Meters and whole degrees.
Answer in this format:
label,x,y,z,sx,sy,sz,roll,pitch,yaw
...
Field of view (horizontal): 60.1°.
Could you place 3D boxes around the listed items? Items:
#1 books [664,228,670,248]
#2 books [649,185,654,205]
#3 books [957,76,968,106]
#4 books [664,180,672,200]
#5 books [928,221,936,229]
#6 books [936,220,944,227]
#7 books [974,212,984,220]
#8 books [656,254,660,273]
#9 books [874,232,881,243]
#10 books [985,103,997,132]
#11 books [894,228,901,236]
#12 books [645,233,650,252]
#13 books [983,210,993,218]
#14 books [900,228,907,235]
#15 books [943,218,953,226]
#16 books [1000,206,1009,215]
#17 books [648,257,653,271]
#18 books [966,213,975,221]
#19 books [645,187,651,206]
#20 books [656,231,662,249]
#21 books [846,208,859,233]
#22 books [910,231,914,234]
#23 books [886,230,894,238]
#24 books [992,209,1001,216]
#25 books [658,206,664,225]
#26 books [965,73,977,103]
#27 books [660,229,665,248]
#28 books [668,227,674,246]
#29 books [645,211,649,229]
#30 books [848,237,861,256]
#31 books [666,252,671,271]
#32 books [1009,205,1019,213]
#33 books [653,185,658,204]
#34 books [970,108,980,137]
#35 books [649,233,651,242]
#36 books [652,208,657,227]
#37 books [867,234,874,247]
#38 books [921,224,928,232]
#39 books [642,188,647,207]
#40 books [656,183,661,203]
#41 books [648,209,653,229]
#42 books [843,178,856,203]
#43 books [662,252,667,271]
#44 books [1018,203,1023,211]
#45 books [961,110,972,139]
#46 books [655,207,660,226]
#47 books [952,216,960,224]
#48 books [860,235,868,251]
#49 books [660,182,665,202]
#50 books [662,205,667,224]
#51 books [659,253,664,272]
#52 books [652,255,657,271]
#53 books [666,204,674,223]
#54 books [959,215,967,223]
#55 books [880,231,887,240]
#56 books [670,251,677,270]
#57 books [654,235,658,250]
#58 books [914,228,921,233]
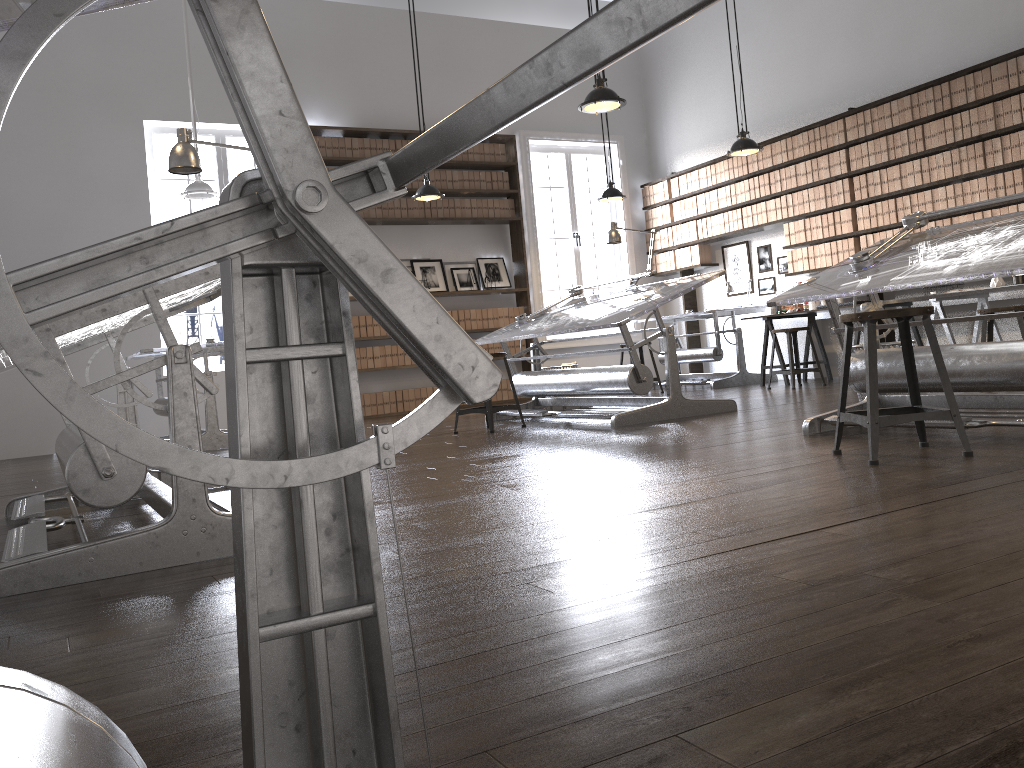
label,x,y,z,sx,sy,sz,roll,pitch,yaw
books,1.893,-1.730,10.490,0.175,0.226,0.066,-5,-1,-28
books,1.751,-2.276,10.682,0.175,0.226,0.066,-5,-1,-28
books,3.663,-2.344,7.105,0.175,0.226,0.066,-5,-1,-28
books,1.884,-2.281,10.433,0.175,0.226,0.066,-5,-1,-28
books,3.580,-1.247,7.421,0.175,0.226,0.066,-5,-1,-28
books,3.617,-1.249,7.361,0.175,0.226,0.066,-5,-1,-28
books,3.776,-1.255,7.049,0.175,0.226,0.066,-5,-1,-28
books,1.828,-1.450,10.663,0.175,0.226,0.066,-5,-1,-28
books,3.324,-1.238,7.909,0.175,0.226,0.066,-5,-1,-28
books,3.787,-2.072,6.914,0.175,0.226,0.066,-5,-1,-28
books,3.421,-1.241,7.720,0.175,0.226,0.066,-5,-1,-28
books,1.725,-1.723,10.802,0.175,0.226,0.066,-5,-1,-28
books,3.813,-1.257,6.987,0.175,0.226,0.066,-5,-1,-28
books,3.452,-1.243,7.665,0.175,0.226,0.066,-5,-1,-28
books,3.648,-1.250,7.292,0.175,0.226,0.066,-5,-1,-28
books,3.881,-1.259,6.865,0.175,0.226,0.066,-5,-1,-28
books,1.758,-1.448,10.794,0.175,0.226,0.066,-5,-1,-28
books,3.742,-1.254,7.113,0.175,0.226,0.066,-5,-1,-28
books,1.714,-2.274,10.744,0.175,0.226,0.066,-5,-1,-28
books,1.825,-1.727,10.619,0.175,0.226,0.066,-5,-1,-28
books,3.166,-1.502,8.150,0.175,0.226,0.066,-5,-1,-28
books,3.479,-1.243,7.604,0.175,0.226,0.066,-5,-1,-28
books,3.385,-1.240,7.783,0.175,0.226,0.066,-5,-1,-28
books,3.850,-1.258,6.928,0.175,0.226,0.066,-5,-1,-28
books,1.837,-2.001,10.553,0.175,0.226,0.066,-5,-1,-28
books,3.700,-2.346,7.043,0.175,0.226,0.066,-5,-1,-28
books,1.862,-1.729,10.559,0.175,0.226,0.066,-5,-1,-28
books,1.933,-1.732,10.428,0.175,0.226,0.066,-5,-1,-28
books,1.714,-1.997,10.795,0.175,0.226,0.066,-5,-1,-28
books,3.189,-1.232,8.148,0.175,0.226,0.066,-5,-1,-28
books,1.917,-1.453,10.483,0.175,0.226,0.066,-5,-1,-28
books,3.911,-1.260,6.802,0.175,0.226,0.066,-5,-1,-28
books,1.787,-2.277,10.622,0.175,0.226,0.066,-5,-1,-28
books,3.729,-2.069,7.029,0.175,0.226,0.066,-5,-1,-28
books,1.762,-1.725,10.746,0.175,0.226,0.066,-5,-1,-28
books,1.779,-1.999,10.668,0.175,0.226,0.066,-5,-1,-28
books,3.288,-1.236,7.968,0.175,0.226,0.066,-5,-1,-28
books,3.550,-1.247,7.485,0.175,0.226,0.066,-5,-1,-28
books,1.679,-2.273,10.808,0.175,0.226,0.066,-5,-1,-28
books,1.818,-2.278,10.560,0.175,0.226,0.066,-5,-1,-28
books,1.743,-1.998,10.731,0.175,0.226,0.066,-5,-1,-28
books,3.146,-1.779,8.163,0.175,0.226,0.066,-5,-1,-28
books,1.883,-1.452,10.546,0.175,0.226,0.066,-5,-1,-28
books,3.946,-1.262,6.739,0.175,0.226,0.066,-5,-1,-28
books,3.693,-2.068,7.092,0.175,0.226,0.066,-5,-1,-28
books,1.810,-2.001,10.614,0.175,0.226,0.066,-5,-1,-28
books,3.687,-1.252,7.230,0.175,0.226,0.066,-5,-1,-28
books,3.251,-1.235,8.030,0.175,0.226,0.066,-5,-1,-28
books,1.848,-2.279,10.496,0.175,0.226,0.066,-5,-1,-28
books,1.874,-2.003,10.496,0.175,0.226,0.066,-5,-1,-28
books,1.857,-1.451,10.604,0.175,0.226,0.066,-5,-1,-28
books,1.788,-1.449,10.725,0.175,0.226,0.066,-5,-1,-28
books,1.908,-2.005,10.434,0.175,0.226,0.066,-5,-1,-28
books,3.716,-1.253,7.171,0.175,0.226,0.066,-5,-1,-28
books,3.356,-1.239,7.846,0.175,0.226,0.066,-5,-1,-28
books,1.954,-1.455,10.421,0.175,0.226,0.066,-5,-1,-28
books,1.795,-1.726,10.684,0.175,0.226,0.066,-5,-1,-28
books,3.516,-1.245,7.548,0.175,0.226,0.066,-5,-1,-28
